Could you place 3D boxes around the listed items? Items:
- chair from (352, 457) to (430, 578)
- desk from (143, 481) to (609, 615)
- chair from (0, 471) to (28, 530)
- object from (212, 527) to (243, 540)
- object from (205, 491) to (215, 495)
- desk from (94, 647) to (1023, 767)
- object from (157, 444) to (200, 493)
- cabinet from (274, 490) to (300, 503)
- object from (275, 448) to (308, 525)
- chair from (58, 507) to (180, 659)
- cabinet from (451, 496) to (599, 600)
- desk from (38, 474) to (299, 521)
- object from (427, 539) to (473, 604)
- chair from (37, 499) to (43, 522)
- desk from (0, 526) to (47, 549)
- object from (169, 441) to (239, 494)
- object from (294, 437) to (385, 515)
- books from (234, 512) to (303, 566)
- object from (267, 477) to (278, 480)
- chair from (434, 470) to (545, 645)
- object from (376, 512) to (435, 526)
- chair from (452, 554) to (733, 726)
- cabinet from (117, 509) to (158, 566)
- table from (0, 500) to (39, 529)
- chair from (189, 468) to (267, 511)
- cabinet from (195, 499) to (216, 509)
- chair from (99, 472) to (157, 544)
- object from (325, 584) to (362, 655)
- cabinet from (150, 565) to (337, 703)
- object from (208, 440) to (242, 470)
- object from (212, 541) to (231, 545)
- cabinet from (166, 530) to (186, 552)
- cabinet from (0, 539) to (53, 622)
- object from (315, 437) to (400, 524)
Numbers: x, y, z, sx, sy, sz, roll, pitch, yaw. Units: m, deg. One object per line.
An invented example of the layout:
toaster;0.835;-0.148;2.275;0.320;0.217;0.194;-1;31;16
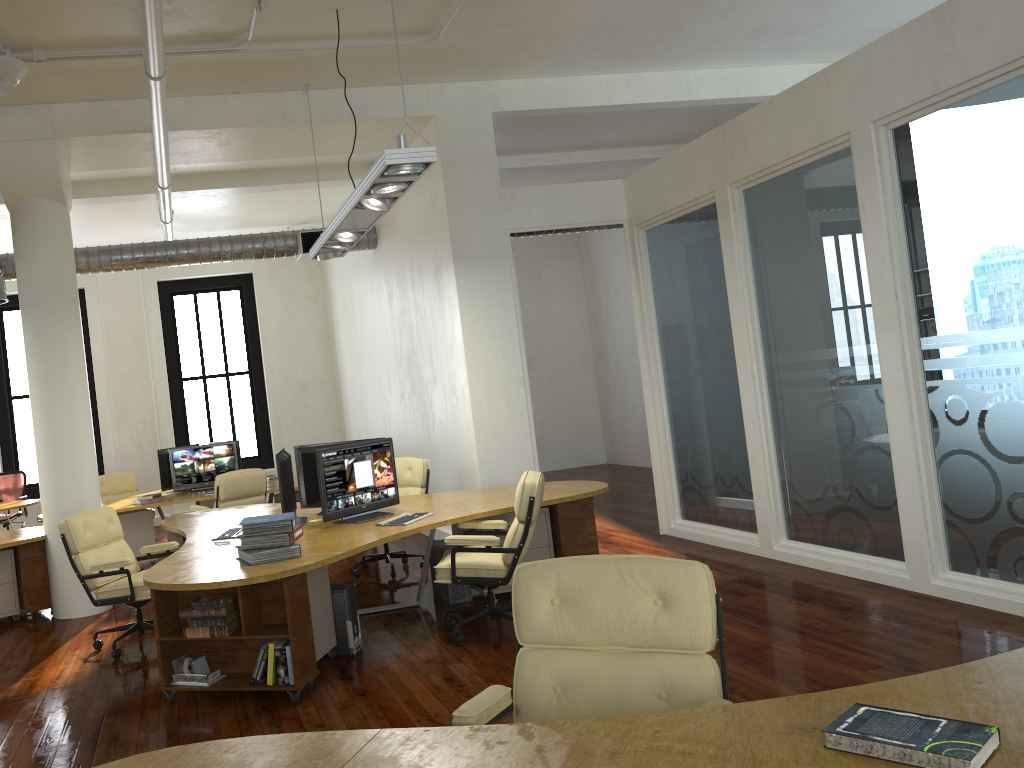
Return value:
chair;-1.177;1.222;8.231;0.788;1.021;0.704;-8;-1;44
desk;-1.604;1.410;6.975;3.509;0.734;3.853;-7;0;-45
chair;-7.401;1.881;13.043;0.716;1.158;0.771;-7;-1;-7
object;-2.026;1.081;6.456;0.230;0.016;0.475;-7;0;-4
object;-3.257;1.226;10.124;0.474;0.016;0.230;-7;0;-2
desk;1.227;1.078;1.298;3.178;0.734;4.258;-7;0;-39
object;-4.149;1.060;11.114;0.314;0.552;0.746;-7;-1;22
cabinet;-2.187;1.498;10.279;0.952;0.709;0.825;-7;-1;20
object;-1.715;0.775;6.673;0.286;0.552;0.821;-7;0;-10
chair;-2.810;1.411;6.522;0.825;1.021;0.677;-7;-1;15
cabinet;0.065;1.234;6.901;0.852;0.709;0.924;-7;-1;-16
desk;-3.701;1.656;11.294;3.800;0.734;3.591;-7;0;-10
object;-0.492;1.449;6.899;0.172;0.411;0.503;-6;-1;-19
chair;-8.435;2.000;9.768;1.042;1.158;7.155;-7;-1;42
desk;-6.160;1.941;7.505;3.779;0.734;3.591;-7;0;23
object;-3.678;1.005;10.627;0.765;0.552;0.306;-7;-1;-17
object;-1.338;0.731;7.018;0.867;0.552;0.270;-7;-1;22
books;-1.449;0.909;5.221;0.413;0.227;0.463;-7;0;-5
object;-3.150;1.214;11.473;0.209;0.016;0.519;-7;0;-37
chair;-0.135;1.099;5.771;0.813;1.021;0.688;-7;-1;10
object;-0.735;0.931;6.132;0.247;0.016;0.439;-7;0;22
chair;0.254;1.053;2.516;0.775;1.021;0.719;-7;-1;24
cabinet;-4.611;1.780;10.105;0.805;0.709;0.971;-6;-1;-41
table;-7.178;2.062;12.072;1.549;0.745;1.417;-7;0;11
chair;-3.046;1.440;9.589;0.858;1.021;0.647;-8;-1;44
cabinet;-3.971;1.707;12.335;0.863;0.709;0.914;-7;-1;-11
chair;-5.097;1.679;11.663;0.649;1.021;0.856;-6;-1;-41
object;-1.249;1.537;5.790;0.509;0.411;0.169;-7;-1;18
cabinet;-1.542;1.421;5.338;0.936;0.709;0.840;-7;-1;15
object;-3.607;0.997;11.189;0.264;0.552;0.887;-6;-1;-42
object;-1.972;1.076;6.018;0.102;0.015;0.144;-7;0;-28
cabinet;-2.411;1.523;7.788;0.978;0.709;0.799;-7;-1;44
cabinet;-4.713;1.791;8.067;0.807;0.709;0.969;-6;-1;-38
object;-1.102;0.703;6.440;0.320;0.552;0.730;-8;-1;39
